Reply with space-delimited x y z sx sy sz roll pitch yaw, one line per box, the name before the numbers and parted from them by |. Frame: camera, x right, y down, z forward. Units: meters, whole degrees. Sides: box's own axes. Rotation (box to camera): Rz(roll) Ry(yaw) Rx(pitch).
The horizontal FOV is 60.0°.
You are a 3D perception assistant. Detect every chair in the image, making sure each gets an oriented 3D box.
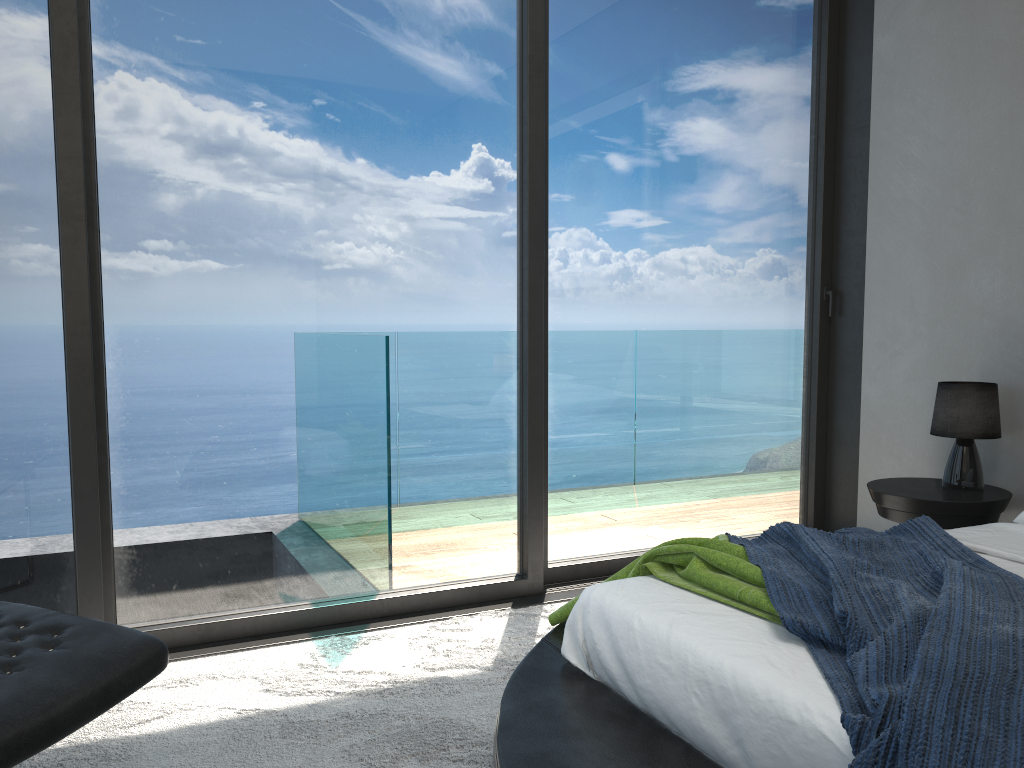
chair | -1.276 0.480 1.414 1.281 0.997 0.638 1 5 20

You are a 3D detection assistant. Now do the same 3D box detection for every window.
window | 2.342 -0.710 2.631 9.719 3.190 3.590 -2 5 -25

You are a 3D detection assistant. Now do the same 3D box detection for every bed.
bed | 1.262 0.487 1.698 2.616 0.935 2.751 -2 4 -25

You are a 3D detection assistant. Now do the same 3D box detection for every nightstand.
nightstand | 1.610 0.616 3.377 0.496 0.441 0.496 -1 5 -14

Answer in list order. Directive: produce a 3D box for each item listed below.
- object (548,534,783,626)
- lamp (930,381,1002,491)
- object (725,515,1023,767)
object | 0.831 0.576 1.507 0.646 0.343 2.298 -2 4 -26
lamp | 1.713 0.195 3.353 0.241 0.401 0.219 3 6 34
object | 0.674 0.627 1.616 0.685 0.569 2.150 1 4 17
